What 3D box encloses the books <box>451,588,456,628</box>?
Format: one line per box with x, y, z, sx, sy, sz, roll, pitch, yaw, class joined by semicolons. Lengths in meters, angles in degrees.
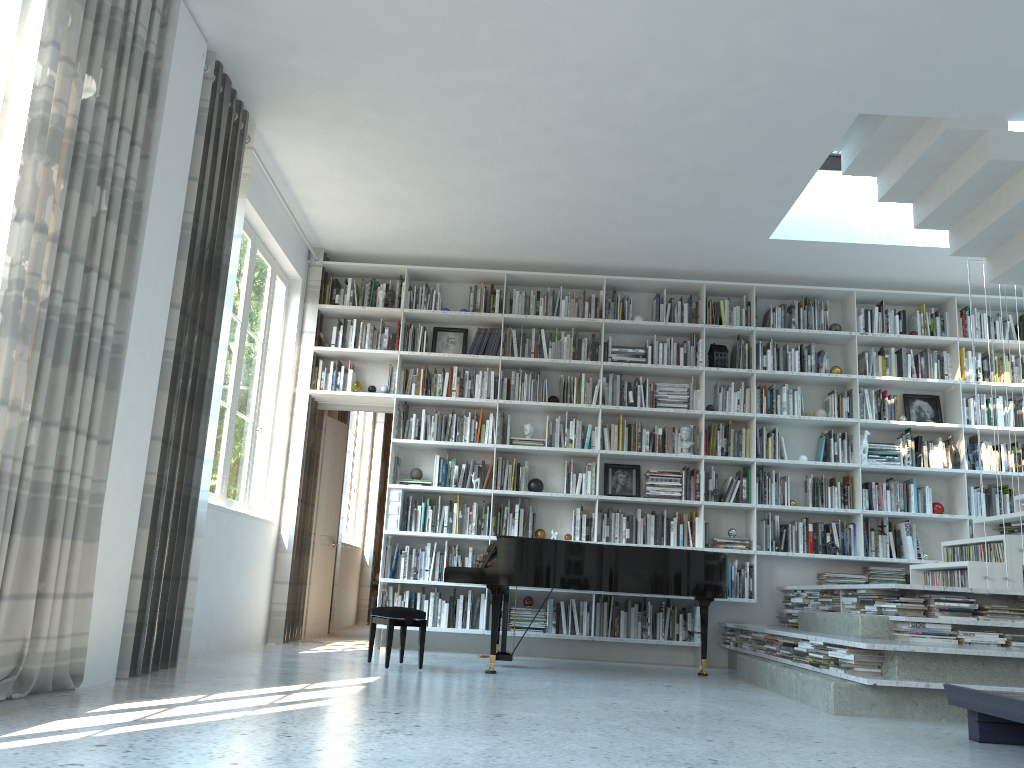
-0.469;1.788;7.093;0.013;0.309;0.131;3;-13;1;books

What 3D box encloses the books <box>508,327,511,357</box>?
-0.023;-0.322;7.571;0.014;0.308;0.130;3;-13;1;books

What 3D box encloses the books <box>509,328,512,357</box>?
-0.012;-0.316;7.547;0.010;0.286;0.148;3;-13;1;books

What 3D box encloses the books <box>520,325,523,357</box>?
0.078;-0.327;7.539;0.012;0.314;0.172;3;-13;1;books

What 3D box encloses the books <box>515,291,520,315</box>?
0.043;-0.655;7.624;0.031;0.254;0.146;3;-13;1;books

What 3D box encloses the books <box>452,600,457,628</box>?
-0.453;1.836;7.081;0.024;0.213;0.137;3;-13;1;books

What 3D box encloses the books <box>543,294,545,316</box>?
0.272;-0.633;7.620;0.013;0.234;0.155;3;-13;1;books

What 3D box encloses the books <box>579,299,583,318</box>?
0.581;-0.605;7.590;0.026;0.199;0.187;3;-13;1;books

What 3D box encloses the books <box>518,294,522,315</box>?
0.069;-0.638;7.615;0.023;0.219;0.182;3;-13;1;books

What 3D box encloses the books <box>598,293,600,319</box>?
0.737;-0.625;7.611;0.014;0.266;0.172;3;-13;1;books

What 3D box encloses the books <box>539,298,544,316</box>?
0.249;-0.617;7.620;0.030;0.201;0.152;3;-13;1;books

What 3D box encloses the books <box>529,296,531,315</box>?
0.152;-0.628;7.612;0.014;0.207;0.167;3;-13;1;books

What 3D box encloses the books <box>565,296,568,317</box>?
0.464;-0.623;7.621;0.026;0.235;0.134;3;-13;1;books

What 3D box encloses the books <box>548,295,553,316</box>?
0.327;-0.629;7.626;0.029;0.235;0.130;3;-13;1;books

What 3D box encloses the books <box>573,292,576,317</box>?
0.528;-0.638;7.606;0.014;0.266;0.192;3;-13;1;books

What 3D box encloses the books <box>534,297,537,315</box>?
0.200;-0.625;7.632;0.012;0.215;0.150;3;-13;1;books

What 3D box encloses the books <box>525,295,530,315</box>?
0.130;-0.632;7.600;0.029;0.207;0.179;3;-13;1;books

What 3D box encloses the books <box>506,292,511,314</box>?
-0.033;-0.652;7.617;0.029;0.237;0.156;3;-13;1;books

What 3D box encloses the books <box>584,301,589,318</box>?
0.631;-0.592;7.599;0.031;0.184;0.177;3;-13;1;books

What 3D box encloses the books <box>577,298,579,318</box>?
0.561;-0.609;7.594;0.013;0.206;0.178;3;-13;1;books

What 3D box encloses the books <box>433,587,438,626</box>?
-0.611;1.782;7.090;0.014;0.303;0.140;3;-13;1;books

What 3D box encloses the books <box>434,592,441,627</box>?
-0.592;1.798;7.068;0.025;0.265;0.160;3;-13;1;books

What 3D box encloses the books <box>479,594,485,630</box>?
-0.238;1.817;7.086;0.027;0.275;0.144;3;-13;1;books

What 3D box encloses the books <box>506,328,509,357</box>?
-0.037;-0.316;7.548;0.013;0.283;0.159;3;-13;1;books

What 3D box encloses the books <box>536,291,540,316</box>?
0.222;-0.649;7.636;0.028;0.267;0.152;3;-13;1;books

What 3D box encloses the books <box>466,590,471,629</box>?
-0.339;1.797;7.068;0.021;0.295;0.188;3;-13;1;books

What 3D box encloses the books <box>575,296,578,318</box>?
0.545;-0.617;7.608;0.021;0.228;0.161;3;-13;1;books

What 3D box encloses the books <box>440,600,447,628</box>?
-0.546;1.829;7.060;0.028;0.206;0.171;3;-13;1;books

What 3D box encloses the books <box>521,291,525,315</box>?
0.093;-0.651;7.621;0.023;0.251;0.171;3;-13;1;books

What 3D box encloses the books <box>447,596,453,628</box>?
-0.488;1.812;7.056;0.023;0.243;0.188;3;-13;1;books

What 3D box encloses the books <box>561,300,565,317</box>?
0.434;-0.604;7.608;0.031;0.189;0.182;3;-13;1;books

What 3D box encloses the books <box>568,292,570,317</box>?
0.485;-0.637;7.625;0.014;0.268;0.156;3;-13;1;books

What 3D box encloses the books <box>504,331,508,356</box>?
-0.055;-0.307;7.531;0.023;0.255;0.175;3;-13;1;books

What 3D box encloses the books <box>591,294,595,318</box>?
0.689;-0.622;7.624;0.029;0.260;0.152;3;-13;1;books

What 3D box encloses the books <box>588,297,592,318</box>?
0.661;-0.614;7.614;0.026;0.236;0.149;3;-13;1;books

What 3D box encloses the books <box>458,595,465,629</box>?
-0.404;1.814;7.071;0.027;0.255;0.179;3;-13;1;books

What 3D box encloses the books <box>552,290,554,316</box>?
0.349;-0.651;7.615;0.013;0.275;0.165;3;-13;1;books

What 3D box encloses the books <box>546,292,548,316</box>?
0.297;-0.642;7.614;0.013;0.251;0.184;3;-13;1;books

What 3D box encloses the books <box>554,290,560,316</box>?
0.381;-0.648;7.612;0.052;0.272;0.173;3;-13;1;books

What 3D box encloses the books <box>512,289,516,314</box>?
0.017;-0.664;7.645;0.021;0.278;0.141;3;-13;1;books

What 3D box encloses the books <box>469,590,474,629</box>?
-0.322;1.793;7.066;0.012;0.303;0.166;3;-13;1;books

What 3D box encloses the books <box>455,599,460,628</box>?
-0.430;1.829;7.070;0.022;0.224;0.141;3;-13;1;books

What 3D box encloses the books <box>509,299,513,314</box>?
-0.008;-0.621;7.626;0.024;0.182;0.133;3;-13;1;books

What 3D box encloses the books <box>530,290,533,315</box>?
0.166;-0.654;7.620;0.010;0.263;0.161;3;-13;1;books

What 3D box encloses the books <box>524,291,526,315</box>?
0.111;-0.651;7.617;0.012;0.249;0.174;3;-13;1;books

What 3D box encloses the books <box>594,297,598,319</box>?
0.716;-0.608;7.600;0.026;0.225;0.172;3;-13;1;books

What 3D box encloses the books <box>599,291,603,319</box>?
0.758;-0.636;7.609;0.026;0.288;0.176;3;-13;1;books

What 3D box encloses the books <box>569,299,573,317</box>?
0.505;-0.607;7.627;0.029;0.213;0.142;3;-13;1;books

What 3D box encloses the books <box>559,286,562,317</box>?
0.415;-0.664;7.629;0.014;0.314;0.166;3;-13;1;books

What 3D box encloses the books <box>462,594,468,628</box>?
-0.370;1.817;7.094;0.040;0.263;0.137;3;-13;1;books

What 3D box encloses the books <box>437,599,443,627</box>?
-0.571;1.822;7.062;0.021;0.217;0.191;3;-13;1;books

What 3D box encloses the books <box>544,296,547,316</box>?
0.283;-0.625;7.610;0.011;0.215;0.160;3;-13;1;books

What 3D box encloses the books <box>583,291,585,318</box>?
0.613;-0.641;7.616;0.013;0.285;0.160;3;-13;1;books

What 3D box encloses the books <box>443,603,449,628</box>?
-0.517;1.838;7.051;0.031;0.187;0.190;3;-13;1;books

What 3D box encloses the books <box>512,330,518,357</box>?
0.027;-0.307;7.551;0.067;0.274;0.168;3;-13;1;books

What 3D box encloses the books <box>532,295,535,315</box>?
0.182;-0.633;7.642;0.025;0.234;0.130;3;-13;1;books

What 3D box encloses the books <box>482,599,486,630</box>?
-0.218;1.829;7.039;0.017;0.232;0.213;3;-13;1;books

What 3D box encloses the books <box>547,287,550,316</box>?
0.310;-0.663;7.621;0.010;0.298;0.151;3;-13;1;books

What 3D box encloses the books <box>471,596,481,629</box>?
-0.285;1.824;7.082;0.065;0.255;0.156;3;-13;1;books

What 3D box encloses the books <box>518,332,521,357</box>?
0.065;-0.299;7.542;0.011;0.259;0.157;3;-13;1;books
